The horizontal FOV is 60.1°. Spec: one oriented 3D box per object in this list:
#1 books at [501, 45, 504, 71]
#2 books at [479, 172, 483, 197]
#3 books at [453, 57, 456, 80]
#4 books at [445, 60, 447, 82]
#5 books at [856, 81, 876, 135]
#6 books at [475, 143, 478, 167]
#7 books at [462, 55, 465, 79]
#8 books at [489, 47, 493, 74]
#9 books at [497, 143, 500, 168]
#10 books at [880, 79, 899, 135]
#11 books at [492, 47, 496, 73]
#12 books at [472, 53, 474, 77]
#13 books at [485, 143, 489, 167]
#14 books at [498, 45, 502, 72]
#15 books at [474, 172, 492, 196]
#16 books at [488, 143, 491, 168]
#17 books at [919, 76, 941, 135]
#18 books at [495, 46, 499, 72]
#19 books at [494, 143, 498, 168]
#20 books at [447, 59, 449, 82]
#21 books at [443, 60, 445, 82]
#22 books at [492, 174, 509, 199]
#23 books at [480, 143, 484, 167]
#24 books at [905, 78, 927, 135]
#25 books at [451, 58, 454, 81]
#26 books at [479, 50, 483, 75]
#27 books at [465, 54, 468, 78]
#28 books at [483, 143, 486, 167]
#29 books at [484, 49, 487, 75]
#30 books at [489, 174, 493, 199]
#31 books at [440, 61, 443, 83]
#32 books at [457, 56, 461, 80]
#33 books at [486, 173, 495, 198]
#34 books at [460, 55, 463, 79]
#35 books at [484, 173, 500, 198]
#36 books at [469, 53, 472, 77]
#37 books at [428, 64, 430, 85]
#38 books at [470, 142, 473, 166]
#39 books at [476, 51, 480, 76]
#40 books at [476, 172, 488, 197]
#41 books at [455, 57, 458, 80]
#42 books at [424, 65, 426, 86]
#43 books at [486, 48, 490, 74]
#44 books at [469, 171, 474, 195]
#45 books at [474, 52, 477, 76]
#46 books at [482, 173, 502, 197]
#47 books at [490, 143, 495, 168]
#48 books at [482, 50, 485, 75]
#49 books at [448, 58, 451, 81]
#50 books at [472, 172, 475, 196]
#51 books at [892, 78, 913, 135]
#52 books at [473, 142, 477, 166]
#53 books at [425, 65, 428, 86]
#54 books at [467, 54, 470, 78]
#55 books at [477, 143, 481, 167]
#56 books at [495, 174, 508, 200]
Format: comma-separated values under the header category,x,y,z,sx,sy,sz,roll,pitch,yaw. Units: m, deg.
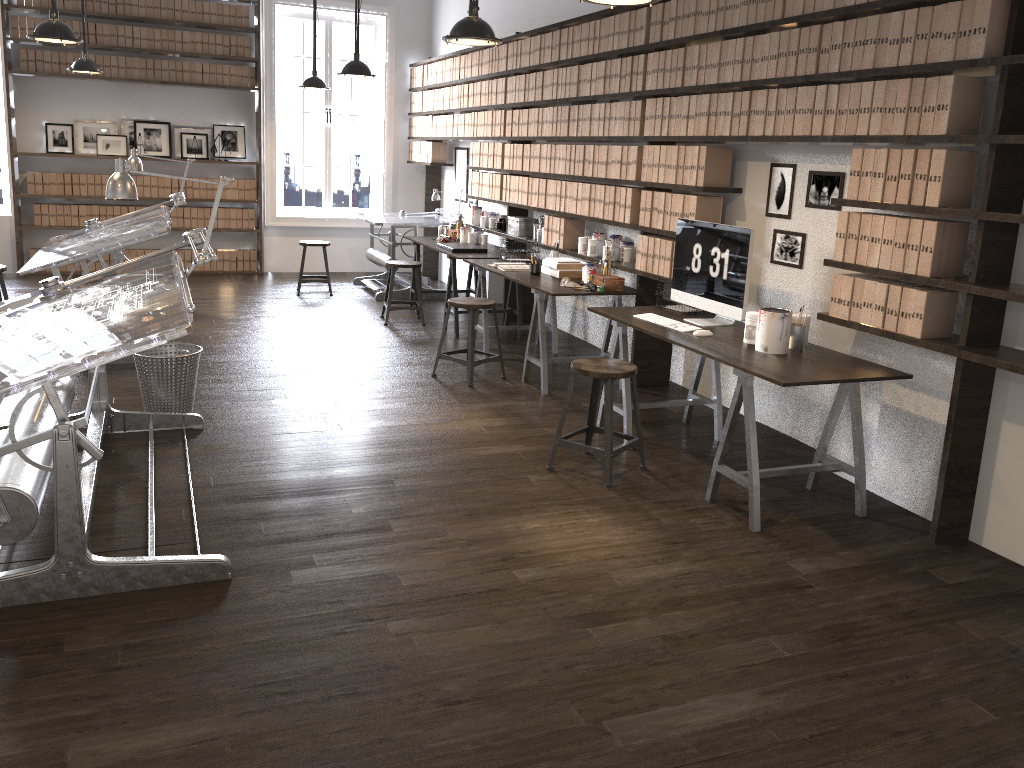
category,x,y,z,sx,sy,sz,roll,pitch,yaw
books,-0.003,-2.803,7.642,0.174,0.223,0.067,-2,13,-22
books,-0.211,-1.853,8.249,0.174,0.223,0.067,-2,13,-22
books,-0.495,-3.138,8.847,0.174,0.223,0.067,-2,13,-22
books,-0.595,-3.208,9.099,0.174,0.223,0.067,-2,13,-22
books,1.584,-1.178,3.809,0.174,0.223,0.067,-2,13,-22
books,-0.252,-2.151,8.325,0.174,0.223,0.067,-2,13,-22
books,-0.391,-3.066,8.587,0.174,0.223,0.067,-2,13,-22
books,-0.109,-2.873,7.893,0.174,0.223,0.067,-2,13,-22
books,-0.040,-2.007,7.807,0.174,0.223,0.067,-2,13,-22
books,1.638,-1.144,3.687,0.174,0.223,0.067,-2,13,-22
books,-0.081,-2.857,7.837,0.174,0.223,0.067,-2,13,-22
books,-0.286,-2.997,8.338,0.174,0.223,0.067,-2,13,-22
books,-0.152,-2.081,8.074,0.174,0.223,0.067,-2,13,-22
books,-0.025,-2.821,7.707,0.174,0.223,0.067,-2,13,-22
books,-0.266,-1.889,8.378,0.174,0.223,0.067,-2,13,-22
books,-0.122,-2.064,8.011,0.174,0.223,0.067,-2,13,-22
books,1.715,-1.093,3.502,0.174,0.223,0.067,-2,13,-22
books,-0.052,-2.838,7.770,0.174,0.223,0.067,-2,13,-22
books,-0.066,-2.026,7.876,0.174,0.223,0.067,-2,13,-22
books,-0.573,-3.190,9.035,0.174,0.223,0.067,-2,13,-22
books,-0.623,-3.226,9.162,0.174,0.223,0.067,-2,13,-22
books,-0.083,-1.765,7.934,0.174,0.223,0.067,-2,13,-22
books,-0.201,-2.117,8.204,0.174,0.223,0.067,-2,13,-22
books,1.689,-1.110,3.566,0.174,0.223,0.067,-2,13,-22
books,-0.522,-3.154,8.902,0.174,0.223,0.067,-2,13,-22
books,-0.209,-2.945,8.152,0.174,0.223,0.067,-2,13,-22
books,-0.361,-3.048,8.525,0.174,0.223,0.067,-2,13,-22
books,-0.175,-2.099,8.140,0.174,0.223,0.067,-2,13,-22
books,-0.159,-2.910,8.025,0.174,0.223,0.067,-2,13,-22
books,-0.111,-1.781,7.990,0.174,0.223,0.067,-2,13,-22
books,-0.652,-3.243,9.224,0.174,0.223,0.067,-2,13,-22
books,-0.446,-3.103,8.719,0.174,0.223,0.067,-2,13,-22
books,-0.137,-1.799,8.055,0.174,0.223,0.067,-2,13,-22
books,-0.413,-3.084,8.653,0.174,0.223,0.067,-2,13,-22
books,-0.161,-1.818,8.122,0.174,0.223,0.067,-2,13,-22
books,-0.315,-3.013,8.397,0.174,0.223,0.067,-2,13,-22
books,-0.826,-3.365,9.663,0.174,0.223,0.067,-2,13,-22
books,-0.305,-2.185,8.446,0.174,0.223,0.067,-2,13,-22
books,-0.239,-2.962,8.214,0.174,0.223,0.067,-2,13,-22
books,-0.241,-1.870,8.311,0.174,0.223,0.067,-2,13,-22
books,-0.468,-3.122,8.788,0.174,0.223,0.067,-2,13,-22
books,-0.882,-3.402,9.798,0.174,0.223,0.067,-2,13,-22
books,-0.135,-2.891,7.958,0.174,0.223,0.067,-2,13,-22
books,-0.317,-1.921,8.494,0.174,0.223,0.067,-2,13,-22
books,-0.264,-2.981,8.281,0.174,0.223,0.067,-2,13,-22
books,-0.183,-1.835,8.187,0.174,0.223,0.067,-2,13,-22
books,-0.099,-2.045,7.942,0.174,0.223,0.067,-2,13,-22
books,-0.181,-2.927,8.090,0.174,0.223,0.067,-2,13,-22
books,-0.549,-3.172,8.968,0.174,0.223,0.067,-2,13,-22
books,-0.288,-1.905,8.435,0.174,0.223,0.067,-2,13,-22
books,1.658,-1.127,3.625,0.174,0.223,0.067,-2,13,-22
books,-0.277,-2.167,8.382,0.174,0.223,0.067,-2,13,-22
books,-0.859,-3.384,9.729,0.174,0.223,0.067,-2,13,-22
books,-0.334,-3.030,8.460,0.174,0.223,0.067,-2,13,-22
books,-0.231,-2.134,8.263,0.174,0.223,0.067,-2,13,-22
books,-0.057,-1.749,7.876,0.174,0.223,0.067,-2,13,-22
